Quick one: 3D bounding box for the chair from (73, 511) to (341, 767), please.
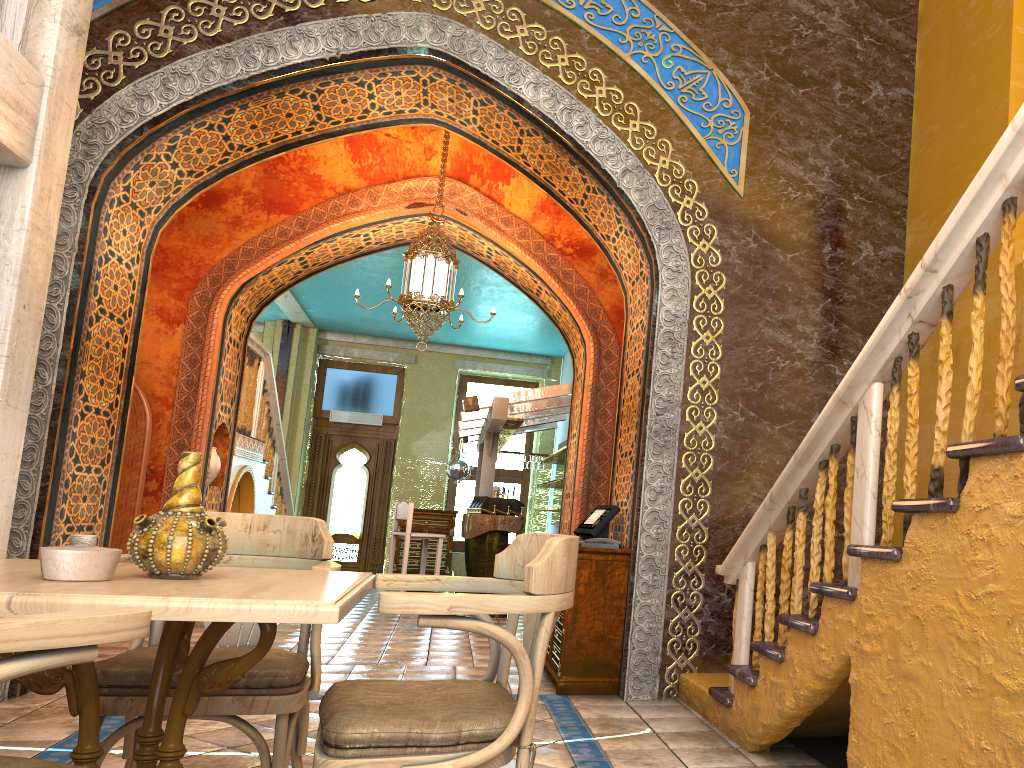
[{"bbox_3d":[-1.069,1.055,3.043,0.829,1.174,0.659,6,-7,-12],"label":"chair"}]

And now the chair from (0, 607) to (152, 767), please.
[{"bbox_3d":[-1.154,0.795,1.420,0.733,1.174,0.745,2,-7,19],"label":"chair"}]

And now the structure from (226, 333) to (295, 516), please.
[{"bbox_3d":[-4.156,1.278,11.708,1.884,3.130,5.631,5,-8,-5],"label":"structure"}]

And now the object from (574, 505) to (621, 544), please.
[{"bbox_3d":[0.654,1.109,6.711,0.274,0.317,0.423,7,-8,-18],"label":"object"}]

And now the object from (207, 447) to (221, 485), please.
[{"bbox_3d":[-3.106,0.832,8.656,0.248,0.383,0.257,4,-7,7],"label":"object"}]

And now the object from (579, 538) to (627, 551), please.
[{"bbox_3d":[0.660,1.175,6.260,0.399,0.086,0.329,3,-9,4],"label":"object"}]

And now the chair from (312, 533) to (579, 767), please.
[{"bbox_3d":[-0.206,1.028,2.545,0.752,1.174,0.726,6,-7,-16],"label":"chair"}]

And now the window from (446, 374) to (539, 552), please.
[{"bbox_3d":[-0.400,1.573,16.622,1.631,3.406,0.083,6,-6,-16],"label":"window"}]

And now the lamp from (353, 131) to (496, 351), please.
[{"bbox_3d":[-0.730,-1.474,8.082,1.364,2.356,1.068,6,-6,-11],"label":"lamp"}]

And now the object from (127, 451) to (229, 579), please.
[{"bbox_3d":[-0.882,0.350,2.287,0.237,0.334,0.228,5,-7,-2],"label":"object"}]

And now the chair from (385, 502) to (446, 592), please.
[{"bbox_3d":[-1.207,2.166,10.711,0.555,1.331,0.449,9,-7,-35],"label":"chair"}]

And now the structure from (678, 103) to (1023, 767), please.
[{"bbox_3d":[2.435,0.467,4.037,1.926,3.130,6.195,5,-8,-5],"label":"structure"}]

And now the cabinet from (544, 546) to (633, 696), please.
[{"bbox_3d":[0.535,1.797,6.721,0.517,1.049,1.432,5,-8,-5],"label":"cabinet"}]

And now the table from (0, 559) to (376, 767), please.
[{"bbox_3d":[-1.010,1.008,2.212,1.116,0.999,1.003,5,-7,-10],"label":"table"}]

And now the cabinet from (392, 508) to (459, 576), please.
[{"bbox_3d":[-1.618,2.967,15.730,1.185,1.298,0.581,6,-6,-13],"label":"cabinet"}]
